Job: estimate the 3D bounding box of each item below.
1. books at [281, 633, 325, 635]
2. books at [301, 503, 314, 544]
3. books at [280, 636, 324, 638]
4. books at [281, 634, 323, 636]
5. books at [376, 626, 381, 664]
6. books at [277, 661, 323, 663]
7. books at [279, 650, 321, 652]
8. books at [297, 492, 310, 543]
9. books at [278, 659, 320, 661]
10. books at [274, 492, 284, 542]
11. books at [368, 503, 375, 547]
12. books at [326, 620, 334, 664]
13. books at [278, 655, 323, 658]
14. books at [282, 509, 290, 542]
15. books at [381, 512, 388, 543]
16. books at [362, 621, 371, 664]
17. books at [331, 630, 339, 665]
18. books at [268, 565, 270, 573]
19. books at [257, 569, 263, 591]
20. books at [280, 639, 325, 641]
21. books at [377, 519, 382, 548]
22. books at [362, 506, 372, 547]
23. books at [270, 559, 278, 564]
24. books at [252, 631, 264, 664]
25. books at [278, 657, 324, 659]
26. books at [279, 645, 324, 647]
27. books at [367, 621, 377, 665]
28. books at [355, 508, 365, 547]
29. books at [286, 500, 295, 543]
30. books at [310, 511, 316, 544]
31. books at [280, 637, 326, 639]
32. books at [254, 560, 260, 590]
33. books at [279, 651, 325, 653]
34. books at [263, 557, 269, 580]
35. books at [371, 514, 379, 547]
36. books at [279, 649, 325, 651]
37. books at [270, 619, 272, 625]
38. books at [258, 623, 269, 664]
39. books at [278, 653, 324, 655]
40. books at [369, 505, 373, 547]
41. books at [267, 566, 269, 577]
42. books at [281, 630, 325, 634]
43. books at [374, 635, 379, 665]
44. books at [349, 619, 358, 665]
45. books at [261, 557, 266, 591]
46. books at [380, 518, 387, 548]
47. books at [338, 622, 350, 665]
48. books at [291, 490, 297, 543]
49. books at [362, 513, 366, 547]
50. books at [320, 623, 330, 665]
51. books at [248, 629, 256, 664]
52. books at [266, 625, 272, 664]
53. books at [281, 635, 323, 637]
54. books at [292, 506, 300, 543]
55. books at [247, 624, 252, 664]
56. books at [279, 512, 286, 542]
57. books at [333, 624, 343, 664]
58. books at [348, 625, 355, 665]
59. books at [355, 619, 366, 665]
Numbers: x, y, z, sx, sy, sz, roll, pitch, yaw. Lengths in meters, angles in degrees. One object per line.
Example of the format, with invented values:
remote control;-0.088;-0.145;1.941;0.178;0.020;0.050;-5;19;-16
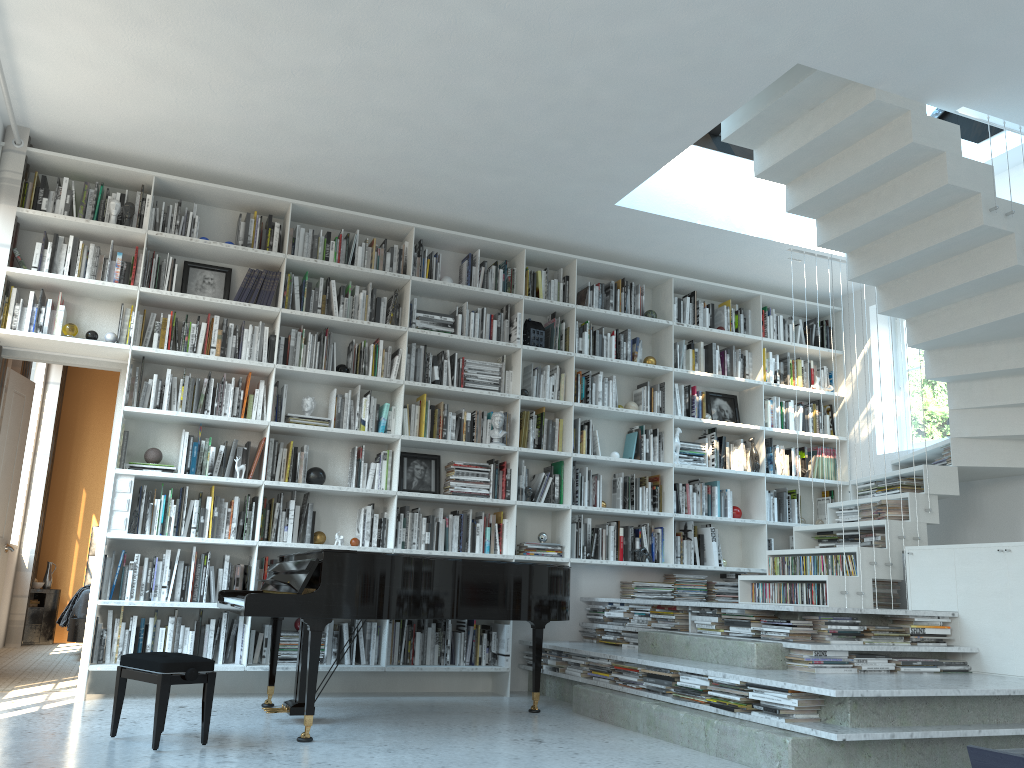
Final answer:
books;-1.325;1.560;5.541;0.285;0.005;0.160;8;-14;-22
books;-1.307;0.897;5.665;0.027;0.260;0.163;7;-14;-22
books;-1.322;1.573;5.528;0.254;0.005;0.161;9;-15;-27
books;-1.325;1.565;5.540;0.254;0.005;0.161;8;-14;-22
books;-0.879;1.679;5.717;0.021;0.237;0.116;7;-14;-22
books;-1.333;1.723;5.504;0.285;0.007;0.160;8;-14;-22
books;-1.328;1.655;5.517;0.254;0.007;0.161;7;-14;-21
books;-1.342;0.860;5.660;0.050;0.327;0.167;7;-14;-22
books;-1.332;1.709;5.507;0.254;0.007;0.161;8;-14;-22
books;-1.477;0.849;5.605;0.014;0.312;0.166;7;-14;-22
books;-0.937;0.935;5.833;0.014;0.290;0.132;7;-14;-22
books;-1.164;1.625;5.595;0.031;0.265;0.144;7;-14;-22
books;-1.325;1.687;5.502;0.285;0.007;0.160;6;-14;-17
books;-1.441;0.902;5.611;0.021;0.214;0.172;7;-14;-22
books;-0.856;0.976;5.886;0.019;0.241;0.107;7;-14;-22
books;-0.941;1.659;5.689;0.025;0.258;0.133;7;-14;-22
books;-1.132;1.657;5.588;0.029;0.201;0.178;7;-14;-22
books;-1.513;1.245;5.502;0.023;0.237;0.173;7;-14;-22
books;-1.573;1.253;5.493;0.026;0.212;0.140;7;-14;-22
books;-1.326;1.589;5.524;0.285;0.005;0.160;9;-15;-26
books;-0.897;0.991;5.852;0.031;0.194;0.142;7;-14;-22
books;-0.962;0.940;5.810;0.027;0.268;0.159;7;-14;-22
books;-1.500;1.236;5.538;0.026;0.273;0.146;7;-14;-22
books;-1.560;1.610;5.420;0.053;0.183;0.148;7;-14;-22
books;-1.328;1.694;5.501;0.285;0.007;0.160;9;-15;-26
books;-1.328;1.629;5.526;0.285;0.007;0.160;8;-14;-22
books;-0.907;1.655;5.670;0.024;0.259;0.190;7;-14;-22
books;-0.998;0.945;5.805;0.012;0.253;0.161;7;-14;-22
books;-1.416;0.879;5.623;0.027;0.268;0.185;7;-14;-22
books;-1.291;0.927;5.683;0.023;0.211;0.160;7;-14;-22
books;-1.323;1.579;5.530;0.285;0.005;0.160;8;-15;-25
books;-1.596;1.226;5.495;0.023;0.265;0.134;7;-14;-22
books;-1.326;1.660;5.510;0.285;0.007;0.160;9;-15;-26
books;-1.545;1.221;5.513;0.013;0.287;0.161;7;-14;-22
books;-0.916;0.970;5.825;0.029;0.220;0.153;7;-14;-22
books;-1.324;1.647;5.510;0.285;0.007;0.160;9;-15;-27
books;-1.478;1.575;5.470;0.027;0.281;0.129;7;-14;-22
books;-1.523;1.591;5.437;0.023;0.231;0.164;7;-14;-22
books;-1.327;1.675;5.511;0.285;0.007;0.160;7;-14;-20
books;-0.950;0.941;5.830;0.010;0.276;0.156;7;-14;-22
books;-1.532;1.250;5.504;0.010;0.227;0.168;7;-14;-22
books;-1.320;1.547;5.533;0.285;0.005;0.160;6;-14;-17
books;-0.893;1.700;5.685;0.024;0.179;0.172;7;-14;-22
books;-1.016;1.635;5.632;0.012;0.274;0.180;7;-14;-22
books;-1.554;1.222;5.506;0.010;0.281;0.149;7;-14;-22
books;-0.866;0.988;5.850;0.024;0.200;0.159;7;-14;-22
books;-1.065;1.641;5.621;0.063;0.252;0.178;7;-14;-22
books;-1.406;0.852;5.661;0.013;0.338;0.138;7;-14;-22
books;-0.989;0.962;5.814;0.015;0.225;0.148;7;-14;-22
books;-1.178;1.625;5.572;0.012;0.253;0.161;7;-14;-22
books;-1.598;1.600;5.414;0.025;0.197;0.160;7;-14;-22
books;-1.503;1.598;5.454;0.027;0.226;0.139;7;-14;-22
books;-1.325;1.570;5.538;0.254;0.005;0.161;8;-14;-22
books;-1.386;0.901;5.650;0.029;0.240;0.136;7;-14;-22
books;-1.616;1.583;5.415;0.012;0.230;0.138;7;-14;-22
books;-1.464;0.910;5.604;0.024;0.195;0.157;7;-14;-22
books;-1.110;1.645;5.613;0.028;0.237;0.136;7;-14;-22
books;-1.030;1.655;5.630;0.011;0.231;0.174;7;-14;-22
books;-0.981;1.642;5.660;0.073;0.275;0.181;7;-14;-22
